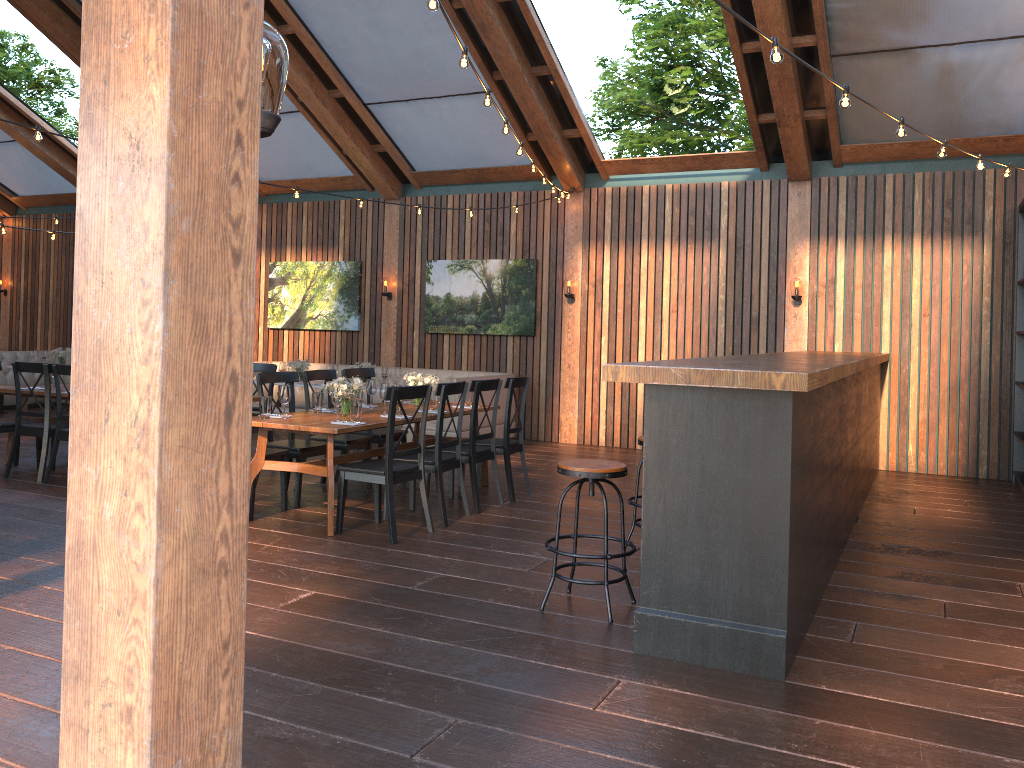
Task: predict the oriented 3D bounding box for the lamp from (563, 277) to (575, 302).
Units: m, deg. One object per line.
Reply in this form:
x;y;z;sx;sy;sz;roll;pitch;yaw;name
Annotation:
0.723;-1.193;11.167;0.146;0.320;0.178;2;1;26;lamp

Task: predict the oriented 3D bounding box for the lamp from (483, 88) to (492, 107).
-0.151;-1.774;5.482;0.056;0.121;0.056;2;0;44;lamp

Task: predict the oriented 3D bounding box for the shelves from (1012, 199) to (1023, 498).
4.929;-0.353;8.004;0.502;2.829;2.202;1;1;26;shelves

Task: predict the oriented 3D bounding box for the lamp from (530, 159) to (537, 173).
0.190;-1.906;7.742;0.056;0.120;0.056;1;0;-18;lamp

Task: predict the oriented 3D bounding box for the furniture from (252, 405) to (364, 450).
-2.593;0.501;10.585;2.330;0.399;0.313;3;2;26;furniture

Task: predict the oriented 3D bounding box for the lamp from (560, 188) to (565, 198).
0.571;-2.154;9.982;0.056;0.119;0.061;2;0;42;lamp

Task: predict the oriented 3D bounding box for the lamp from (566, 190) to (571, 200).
0.683;-2.294;10.732;0.056;0.120;0.056;1;0;-13;lamp

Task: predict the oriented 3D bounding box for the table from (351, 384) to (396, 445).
-1.563;0.377;10.839;0.799;0.672;0.799;2;2;25;table

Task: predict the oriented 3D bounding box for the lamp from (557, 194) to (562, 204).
0.586;-2.310;11.035;0.065;0.118;0.056;1;0;-14;lamp

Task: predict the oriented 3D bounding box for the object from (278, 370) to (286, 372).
-2.933;-0.103;11.283;0.092;0.158;0.092;2;1;12;object

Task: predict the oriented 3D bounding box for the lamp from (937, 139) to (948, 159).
2.666;-1.457;5.485;0.056;0.119;0.059;2;0;-2;lamp

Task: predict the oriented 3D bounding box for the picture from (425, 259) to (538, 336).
-0.433;-1.158;11.781;1.651;0.998;0.065;3;0;26;picture

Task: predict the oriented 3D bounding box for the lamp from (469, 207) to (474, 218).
-0.459;-1.936;9.966;0.056;0.121;0.056;2;0;41;lamp

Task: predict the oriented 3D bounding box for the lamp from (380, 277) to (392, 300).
-1.756;-1.332;12.355;0.146;0.320;0.178;2;1;26;lamp

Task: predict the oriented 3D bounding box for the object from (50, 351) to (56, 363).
-7.065;-0.400;13.619;0.092;0.244;0.092;2;0;-17;object

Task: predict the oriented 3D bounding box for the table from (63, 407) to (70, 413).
-6.373;0.106;13.146;0.799;0.672;0.799;2;2;26;table

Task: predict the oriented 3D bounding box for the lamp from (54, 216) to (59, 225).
-6.038;-2.172;11.740;0.056;0.121;0.056;1;0;-43;lamp

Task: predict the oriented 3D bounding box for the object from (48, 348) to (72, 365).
-6.803;-0.409;13.363;0.329;0.309;0.336;3;2;38;object

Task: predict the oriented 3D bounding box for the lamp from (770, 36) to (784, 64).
1.138;-1.434;3.800;0.056;0.120;0.056;2;0;-9;lamp

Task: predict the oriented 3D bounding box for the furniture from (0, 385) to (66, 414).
-6.667;0.271;12.539;2.330;0.399;0.313;3;2;26;furniture

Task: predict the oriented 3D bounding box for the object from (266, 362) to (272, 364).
-3.165;-0.165;11.507;0.092;0.244;0.092;2;0;-17;object

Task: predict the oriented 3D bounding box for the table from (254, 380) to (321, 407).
-3.035;0.294;11.545;0.799;0.672;0.799;2;2;25;table

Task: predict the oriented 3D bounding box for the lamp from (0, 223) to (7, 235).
-5.051;-1.540;8.796;0.056;0.120;0.056;2;0;31;lamp

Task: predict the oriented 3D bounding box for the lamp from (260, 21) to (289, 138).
-0.597;-0.677;2.021;0.146;0.320;0.178;2;1;26;lamp

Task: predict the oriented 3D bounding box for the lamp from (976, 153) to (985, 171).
3.196;-1.513;6.034;0.056;0.121;0.056;1;0;-32;lamp

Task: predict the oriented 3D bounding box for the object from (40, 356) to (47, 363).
-7.014;-0.332;13.235;0.092;0.158;0.092;2;1;12;object

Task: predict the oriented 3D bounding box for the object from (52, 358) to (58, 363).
-7.087;-0.364;13.726;0.092;0.158;0.092;2;1;12;object

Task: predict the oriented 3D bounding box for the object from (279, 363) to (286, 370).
-2.952;-0.153;11.391;0.092;0.244;0.092;2;0;-17;object

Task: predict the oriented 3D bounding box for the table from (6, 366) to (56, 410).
-7.109;0.065;13.498;0.799;0.672;0.799;2;2;25;table

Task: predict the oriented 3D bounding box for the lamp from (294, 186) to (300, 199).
-2.017;-1.796;8.298;0.056;0.121;0.056;2;0;-6;lamp

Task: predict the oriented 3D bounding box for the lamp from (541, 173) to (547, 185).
0.309;-1.967;8.493;0.056;0.120;0.056;1;0;-14;lamp

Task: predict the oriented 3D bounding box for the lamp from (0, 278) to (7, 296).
-9.193;-1.751;15.921;0.146;0.320;0.178;2;1;26;lamp

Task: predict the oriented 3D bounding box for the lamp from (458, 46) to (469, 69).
-0.257;-1.745;4.731;0.056;0.121;0.056;2;0;42;lamp

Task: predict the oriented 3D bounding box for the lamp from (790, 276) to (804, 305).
3.212;-1.052;9.973;0.146;0.320;0.178;2;1;26;lamp

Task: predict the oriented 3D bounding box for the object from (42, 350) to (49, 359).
-7.034;-0.382;13.343;0.092;0.244;0.092;2;0;-17;object

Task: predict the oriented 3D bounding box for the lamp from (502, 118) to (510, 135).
-0.042;-1.815;6.234;0.056;0.121;0.056;1;0;-39;lamp

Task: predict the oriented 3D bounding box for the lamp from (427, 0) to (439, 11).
-0.355;-1.735;3.974;0.056;0.121;0.056;2;0;19;lamp

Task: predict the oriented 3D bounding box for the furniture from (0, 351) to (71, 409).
-6.180;-0.006;13.542;4.161;0.859;1.710;3;3;26;furniture

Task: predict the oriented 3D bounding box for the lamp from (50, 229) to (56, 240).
-4.951;-1.610;9.549;0.056;0.120;0.056;2;0;45;lamp

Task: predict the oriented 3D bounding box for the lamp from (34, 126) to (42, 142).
-3.539;-1.871;6.607;0.056;0.120;0.056;2;0;1;lamp

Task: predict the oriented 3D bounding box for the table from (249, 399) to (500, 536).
-1.066;0.586;7.132;0.951;0.729;2.432;3;3;25;table

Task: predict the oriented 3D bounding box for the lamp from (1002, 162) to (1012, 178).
3.697;-1.596;6.607;0.061;0.119;0.056;2;0;25;lamp

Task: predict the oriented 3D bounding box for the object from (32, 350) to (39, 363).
-7.246;-0.395;13.459;0.092;0.244;0.092;2;0;-17;object

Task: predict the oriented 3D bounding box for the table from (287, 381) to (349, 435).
-2.299;0.336;11.192;0.799;0.672;0.799;2;2;26;table

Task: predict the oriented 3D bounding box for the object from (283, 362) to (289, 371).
-2.984;-0.170;11.666;0.092;0.244;0.092;2;0;-17;object

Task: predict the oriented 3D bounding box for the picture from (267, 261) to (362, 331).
-2.909;-1.297;12.960;1.651;0.998;0.065;3;0;26;picture

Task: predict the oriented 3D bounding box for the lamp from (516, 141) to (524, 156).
0.061;-1.858;6.985;0.056;0.120;0.056;2;0;31;lamp

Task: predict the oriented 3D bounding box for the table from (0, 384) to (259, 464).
-3.629;0.443;8.334;2.433;0.730;0.950;3;2;26;table

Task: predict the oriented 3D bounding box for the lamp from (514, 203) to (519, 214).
0.059;-2.084;10.515;0.056;0.118;0.066;1;1;-35;lamp

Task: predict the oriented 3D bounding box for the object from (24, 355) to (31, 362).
-7.355;-0.354;13.438;0.092;0.158;0.092;2;1;12;object

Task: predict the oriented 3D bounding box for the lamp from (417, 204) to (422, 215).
-0.982;-1.855;9.411;0.056;0.121;0.056;1;0;-31;lamp

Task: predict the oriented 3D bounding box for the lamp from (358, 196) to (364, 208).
-1.510;-1.818;8.860;0.059;0.119;0.056;2;0;5;lamp

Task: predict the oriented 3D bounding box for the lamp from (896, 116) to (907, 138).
2.164;-1.426;4.917;0.056;0.121;0.056;2;0;-6;lamp

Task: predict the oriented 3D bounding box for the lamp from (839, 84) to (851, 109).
1.644;-1.418;4.365;0.056;0.121;0.056;2;0;-12;lamp

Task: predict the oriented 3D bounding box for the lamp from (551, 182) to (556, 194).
0.432;-2.047;9.244;0.059;0.119;0.056;1;0;-21;lamp

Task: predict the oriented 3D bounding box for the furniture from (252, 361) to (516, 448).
-2.102;0.223;11.587;4.161;0.859;1.710;3;3;26;furniture
